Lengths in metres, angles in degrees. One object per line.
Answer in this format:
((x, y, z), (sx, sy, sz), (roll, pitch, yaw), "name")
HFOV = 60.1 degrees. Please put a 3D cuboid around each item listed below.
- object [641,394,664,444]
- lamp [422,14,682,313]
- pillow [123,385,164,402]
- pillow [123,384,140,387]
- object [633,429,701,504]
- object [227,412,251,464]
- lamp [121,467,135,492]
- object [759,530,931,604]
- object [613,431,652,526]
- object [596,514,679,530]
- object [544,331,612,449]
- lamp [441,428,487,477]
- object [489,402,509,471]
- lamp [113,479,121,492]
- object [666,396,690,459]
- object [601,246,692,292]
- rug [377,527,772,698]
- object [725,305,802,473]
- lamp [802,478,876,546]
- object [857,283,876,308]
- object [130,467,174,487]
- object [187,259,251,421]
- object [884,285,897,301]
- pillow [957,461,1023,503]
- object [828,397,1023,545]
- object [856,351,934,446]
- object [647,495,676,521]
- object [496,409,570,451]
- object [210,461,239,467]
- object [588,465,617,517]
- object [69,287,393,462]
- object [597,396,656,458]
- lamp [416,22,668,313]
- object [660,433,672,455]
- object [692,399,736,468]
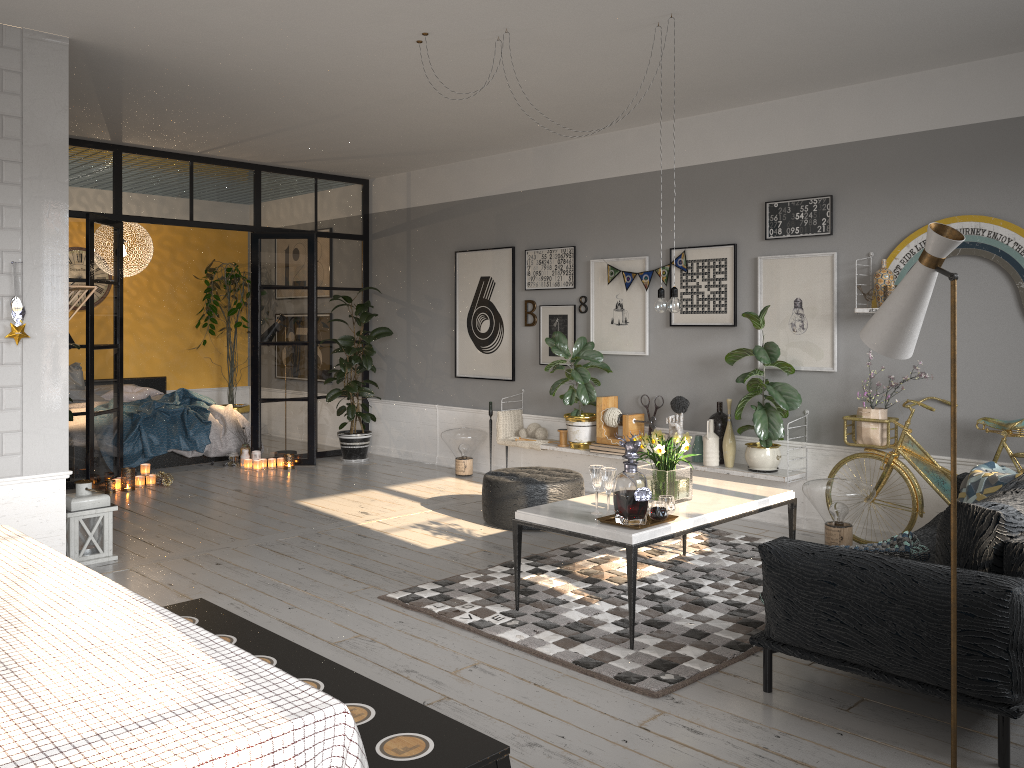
((1.106, 0.318, 6.990), (0.019, 0.463, 0.221), (0, 1, -45), "object")
((0.190, -1.141, 4.685), (1.395, 1.536, 0.074), (0, 0, 14), "lamp")
((-4.216, 0.133, 9.781), (0.484, 0.227, 0.594), (0, 3, 4), "pillow")
((-4.479, 0.164, 10.088), (0.776, 0.296, 0.527), (-3, 5, -45), "pillow")
((0.787, 0.420, 4.529), (0.352, 0.351, 0.325), (-2, 3, -43), "object")
((-2.658, 0.545, 8.959), (0.437, 0.522, 0.279), (0, 1, -4), "object")
((-3.251, 0.808, 7.490), (0.115, 0.187, 0.115), (1, 1, 44), "lamp")
((1.389, 0.800, 3.658), (0.490, 0.329, 0.667), (2, 4, 40), "object")
((0.539, 0.422, 3.999), (0.148, 0.417, 0.156), (0, 1, -25), "object")
((0.576, 0.619, 4.052), (0.318, 0.015, 0.247), (-4, 5, -45), "object")
((0.549, 0.047, 7.257), (0.510, 0.963, 0.546), (1, 1, 30), "object")
((-0.446, 0.631, 8.238), (0.432, 0.437, 0.433), (-1, 2, -23), "lamp")
((-0.122, 0.507, 8.113), (0.279, 0.700, 0.091), (0, 0, 37), "object")
((-3.344, 0.855, 7.466), (0.080, 0.098, 0.081), (0, 2, -4), "lamp")
((1.252, 0.329, 6.660), (0.155, 0.483, 0.136), (0, 0, 45), "object")
((1.050, -0.902, 7.051), (0.915, 0.339, 0.057), (3, 2, 45), "object")
((0.823, 1.072, 4.821), (2.529, 0.034, 1.772), (-4, 5, -45), "rug")
((1.737, 0.033, 6.103), (0.416, 1.149, 0.567), (0, 1, -5), "object")
((2.037, 0.817, 5.521), (0.432, 0.437, 0.433), (0, 2, -14), "lamp")
((2.240, -0.560, 5.593), (0.060, 0.165, 0.197), (0, 2, -11), "object")
((-3.227, 0.825, 7.879), (0.717, 0.118, 0.192), (3, 4, 34), "object")
((-3.453, -0.444, 10.988), (1.249, 2.203, 1.345), (1, 1, 32), "object")
((2.353, -0.543, 5.499), (0.086, 0.139, 0.086), (1, 1, 38), "object")
((2.426, 0.550, 4.355), (0.443, 0.362, 0.800), (1, 3, 27), "pillow")
((2.629, 0.575, 5.218), (1.627, 0.969, 0.427), (2, 2, 36), "object")
((2.329, 0.078, 5.487), (0.253, 0.641, 0.488), (0, 1, -27), "object")
((0.617, 0.580, 4.178), (0.279, 0.087, 0.246), (2, 4, 23), "object")
((0.230, 0.406, 7.669), (0.329, 0.306, 0.785), (-2, 4, -44), "object")
((-2.847, 0.794, 8.775), (0.326, 0.053, 0.087), (1, 3, 9), "object")
((0.428, 0.507, 4.184), (0.082, 0.227, 0.168), (0, 1, -33), "object")
((-2.665, -0.025, 7.960), (1.011, 1.793, 3.900), (1, 3, 45), "object")
((0.928, 0.333, 6.962), (0.239, 0.440, 0.546), (-1, 2, -45), "object")
((0.145, -1.150, 4.816), (1.395, 1.536, 0.074), (0, 0, 14), "lamp")
((1.208, 0.471, 6.837), (0.078, 0.173, 0.265), (-1, 2, -39), "object")
((1.463, 0.341, 6.426), (0.286, 0.488, 0.332), (0, 1, 5), "object")
